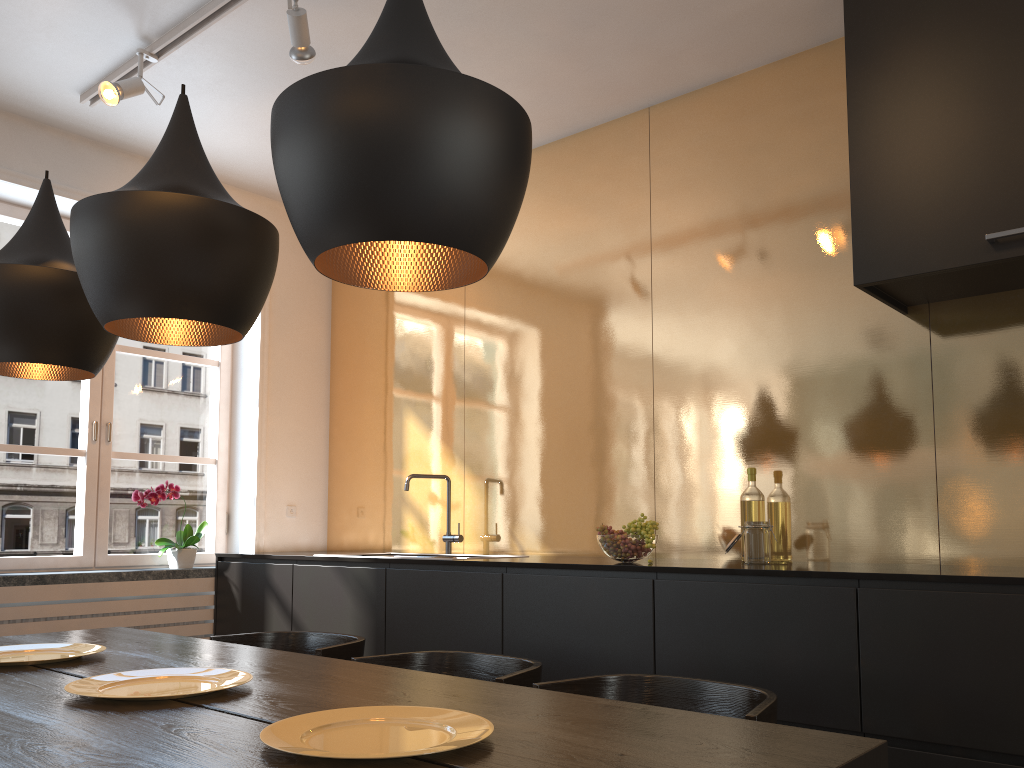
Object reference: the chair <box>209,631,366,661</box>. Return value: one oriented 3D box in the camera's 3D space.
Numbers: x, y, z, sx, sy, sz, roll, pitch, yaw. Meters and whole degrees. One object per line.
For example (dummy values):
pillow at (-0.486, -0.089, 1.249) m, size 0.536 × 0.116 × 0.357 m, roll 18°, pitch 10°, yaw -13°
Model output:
chair at (-0.717, 1.105, 2.631) m, size 0.595 × 0.666 × 0.522 m, roll -5°, pitch -9°, yaw 37°

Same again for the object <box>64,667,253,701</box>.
object at (-0.712, 0.613, 1.799) m, size 0.356 × 0.016 × 0.358 m, roll -4°, pitch -10°, yaw 21°

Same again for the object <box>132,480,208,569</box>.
object at (-1.665, 0.688, 4.336) m, size 0.230 × 0.433 × 0.409 m, roll -2°, pitch -7°, yaw 17°

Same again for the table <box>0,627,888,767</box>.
table at (-0.724, 0.951, 1.729) m, size 2.510 × 0.674 × 1.112 m, roll -8°, pitch -11°, yaw 40°

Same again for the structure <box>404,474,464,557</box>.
structure at (-0.362, 0.609, 4.099) m, size 0.266 × 0.382 × 0.110 m, roll 4°, pitch -7°, yaw -34°

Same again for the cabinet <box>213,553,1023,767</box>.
cabinet at (0.678, 1.062, 3.007) m, size 5.083 × 0.893 × 0.736 m, roll -8°, pitch -10°, yaw 40°

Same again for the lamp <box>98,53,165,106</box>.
lamp at (-1.388, -1.098, 3.228) m, size 0.085 × 0.238 × 0.252 m, roll -3°, pitch -8°, yaw 27°

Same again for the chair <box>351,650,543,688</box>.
chair at (-0.196, 1.025, 2.149) m, size 0.595 × 0.666 × 0.522 m, roll -6°, pitch -9°, yaw 38°

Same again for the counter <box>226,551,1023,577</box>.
counter at (0.678, 0.618, 3.048) m, size 5.080 × 0.002 × 0.736 m, roll -8°, pitch -12°, yaw 40°

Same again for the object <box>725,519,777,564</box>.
object at (0.819, 0.537, 3.026) m, size 0.177 × 0.150 × 0.088 m, roll -2°, pitch -7°, yaw 18°

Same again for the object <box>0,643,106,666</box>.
object at (-1.220, 0.685, 2.232) m, size 0.357 × 0.016 × 0.357 m, roll -9°, pitch -13°, yaw 43°

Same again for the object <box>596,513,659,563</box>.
object at (0.408, 0.541, 3.115) m, size 0.240 × 0.171 × 0.179 m, roll -4°, pitch -8°, yaw 25°

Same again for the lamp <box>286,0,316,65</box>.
lamp at (-0.669, -1.170, 2.801) m, size 0.085 × 0.237 × 0.253 m, roll 1°, pitch -7°, yaw -9°

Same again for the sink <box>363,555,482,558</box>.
sink at (0.551, 0.605, 3.104) m, size 3.427 × 0.242 × 0.484 m, roll -8°, pitch -11°, yaw 39°

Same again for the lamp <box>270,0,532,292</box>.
lamp at (-0.173, -0.449, 1.419) m, size 0.411 × 0.537 × 0.414 m, roll 0°, pitch -7°, yaw -2°

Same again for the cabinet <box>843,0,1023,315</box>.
cabinet at (1.914, -0.890, 2.239) m, size 1.963 × 1.042 × 0.534 m, roll -7°, pitch -9°, yaw 40°

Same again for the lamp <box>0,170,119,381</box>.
lamp at (-1.233, -0.298, 2.324) m, size 0.411 × 0.537 × 0.414 m, roll 2°, pitch -7°, yaw -16°

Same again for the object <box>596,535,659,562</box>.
object at (0.408, 0.582, 3.129) m, size 0.218 × 0.096 × 0.221 m, roll 0°, pitch -9°, yaw -2°

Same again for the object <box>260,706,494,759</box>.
object at (-0.205, 0.541, 1.367) m, size 0.357 × 0.016 × 0.357 m, roll -9°, pitch -13°, yaw 43°

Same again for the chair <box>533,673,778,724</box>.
chair at (0.266, 0.959, 1.755) m, size 0.595 × 0.666 × 0.522 m, roll -6°, pitch -9°, yaw 40°

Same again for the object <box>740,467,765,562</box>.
object at (0.871, 0.472, 3.200) m, size 0.092 × 0.337 × 0.092 m, roll -1°, pitch -6°, yaw 8°

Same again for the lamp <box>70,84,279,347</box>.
lamp at (-0.703, -0.373, 1.871) m, size 0.411 × 0.537 × 0.414 m, roll -2°, pitch -7°, yaw 17°
